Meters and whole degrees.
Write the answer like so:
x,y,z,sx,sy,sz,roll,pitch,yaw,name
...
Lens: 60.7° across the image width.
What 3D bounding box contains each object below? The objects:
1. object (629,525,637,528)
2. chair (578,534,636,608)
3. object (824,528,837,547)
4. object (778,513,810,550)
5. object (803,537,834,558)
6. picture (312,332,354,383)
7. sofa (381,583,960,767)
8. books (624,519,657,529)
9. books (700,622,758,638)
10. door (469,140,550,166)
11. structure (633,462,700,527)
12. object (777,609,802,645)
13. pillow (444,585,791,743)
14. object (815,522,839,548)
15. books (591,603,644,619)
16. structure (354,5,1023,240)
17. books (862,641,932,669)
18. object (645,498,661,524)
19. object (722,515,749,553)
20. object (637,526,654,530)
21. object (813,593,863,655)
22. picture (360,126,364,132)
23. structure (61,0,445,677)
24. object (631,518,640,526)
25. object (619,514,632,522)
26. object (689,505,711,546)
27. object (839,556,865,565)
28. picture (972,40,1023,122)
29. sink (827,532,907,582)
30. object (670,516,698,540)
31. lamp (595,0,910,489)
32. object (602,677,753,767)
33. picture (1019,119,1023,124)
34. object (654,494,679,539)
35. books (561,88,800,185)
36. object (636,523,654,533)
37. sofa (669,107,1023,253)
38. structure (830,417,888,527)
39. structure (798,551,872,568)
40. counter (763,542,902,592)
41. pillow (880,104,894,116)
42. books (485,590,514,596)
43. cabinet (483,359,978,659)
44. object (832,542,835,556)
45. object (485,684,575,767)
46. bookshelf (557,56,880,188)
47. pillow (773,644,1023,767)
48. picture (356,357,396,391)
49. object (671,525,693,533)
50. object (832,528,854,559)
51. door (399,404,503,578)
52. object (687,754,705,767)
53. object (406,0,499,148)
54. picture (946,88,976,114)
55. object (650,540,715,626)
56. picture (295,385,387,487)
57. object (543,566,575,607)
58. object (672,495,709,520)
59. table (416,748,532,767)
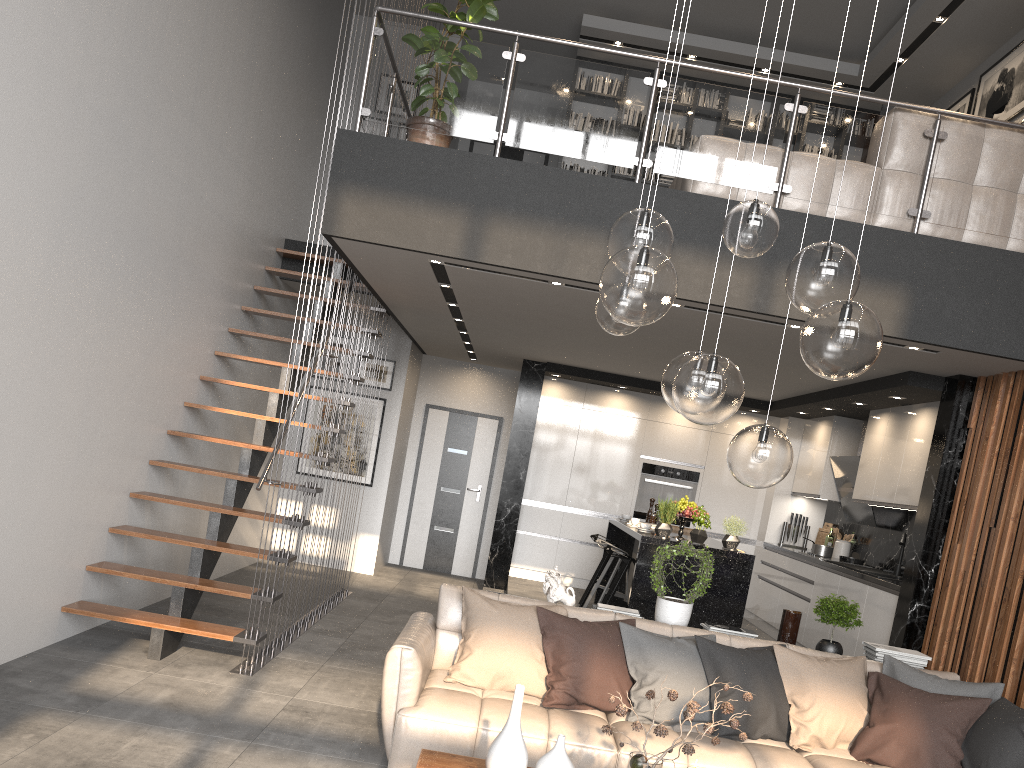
x,y,z,sx,sy,sz,roll,pitch,yaw,name
1.157,1.291,7.857,0.227,0.003,0.228,10,-5,0,object
0.898,1.809,7.955,0.434,0.739,1.727,10,-3,1,chair
3.300,1.637,9.069,0.089,0.285,0.081,10,4,0,object
3.111,1.607,9.592,0.322,0.376,0.066,10,4,-1,object
3.010,1.610,8.588,0.201,0.154,0.346,10,-3,-9,object
-1.985,-0.295,9.666,0.410,0.510,0.024,10,4,-1,picture
0.981,1.690,4.086,3.244,0.824,1.874,10,-3,0,sofa
1.232,1.323,8.270,0.323,0.038,0.172,10,-4,-1,books
1.273,1.495,5.210,0.325,0.100,0.204,10,-3,0,books
-0.198,-1.885,10.743,0.975,2.099,0.167,10,4,-1,door
1.749,1.282,10.196,0.655,0.637,0.649,10,0,0,structure
1.642,1.475,5.198,0.109,0.270,0.108,10,3,6,object
0.641,1.485,4.548,1.942,0.503,0.541,10,-1,-1,pillow
3.357,1.650,9.362,0.098,0.332,0.400,10,-1,1,object
0.628,1.385,5.206,0.348,0.101,0.194,10,-3,0,books
1.204,-1.306,6.754,4.222,0.744,3.373,10,-4,0,structure
2.258,1.641,5.172,0.332,0.151,0.199,10,-2,0,books
1.451,1.277,8.728,0.151,0.286,0.197,9,1,-17,object
1.765,1.181,6.961,0.219,0.286,0.211,10,1,13,object
1.202,1.291,7.822,0.189,0.012,0.194,7,-6,32,object
1.912,1.451,5.201,0.275,0.411,0.304,9,2,-40,object
-1.560,-2.618,9.488,0.333,0.415,0.024,10,4,-1,picture
-1.629,-1.121,6.818,1.179,6.095,3.575,10,2,1,structure
1.115,1.254,7.923,0.085,0.071,0.076,11,-1,-40,object
1.118,1.313,8.559,0.157,0.071,0.153,12,-4,-31,object
1.491,1.115,6.931,0.178,0.315,0.172,10,2,11,object
3.139,1.641,8.203,0.355,0.061,0.230,12,-5,-22,object
4.086,-2.440,7.256,0.025,0.658,0.990,10,-2,1,picture
3.110,1.492,7.358,0.498,0.549,1.111,10,-3,1,sink
1.417,1.197,7.305,0.372,0.189,0.362,12,-4,-36,object
1.038,-2.163,2.780,1.233,5.036,1.217,10,4,-3,lamp
0.593,1.285,3.044,0.548,0.607,0.312,10,2,-29,object
3.979,-1.844,6.988,0.022,0.444,0.356,10,1,1,picture
1.239,1.043,6.946,0.188,0.372,0.193,8,3,-45,object
2.189,-1.860,9.220,3.439,2.351,0.210,10,4,-1,books
1.117,1.207,7.341,0.157,0.071,0.153,12,-4,-31,object
2.199,-1.187,6.269,2.277,0.786,2.285,10,-4,0,sofa
3.333,0.814,8.303,0.414,1.038,0.734,10,1,1,structure
3.078,1.681,8.368,0.510,0.060,0.600,10,-5,0,structure
3.073,1.664,7.940,0.610,0.040,3.455,10,-5,1,counter
2.734,-1.356,5.931,0.751,0.550,1.400,9,-4,31,pillow
-0.039,1.281,5.181,0.293,0.055,0.184,10,-4,4,books
1.681,0.921,8.025,3.620,3.259,6.196,10,-3,1,cabinet
3.281,1.688,8.993,0.180,0.164,0.272,10,-2,0,object
0.079,1.308,3.193,0.313,0.401,0.321,10,1,19,object
2.181,-1.816,9.232,3.521,2.538,0.245,10,4,-1,bookshelf
2.006,1.727,4.462,1.366,0.551,0.769,8,-3,30,pillow
-1.508,-0.123,9.679,0.410,0.337,0.024,10,4,-1,picture
1.697,1.450,8.727,0.290,0.030,0.400,10,-5,0,object
3.308,1.600,8.739,0.175,0.307,0.157,10,2,3,object
-0.768,1.362,10.987,0.975,2.099,0.167,10,4,-1,door
0.737,1.536,3.360,0.152,0.212,0.077,10,3,10,object
-0.355,-2.070,5.347,0.766,1.481,0.529,11,3,20,object
4.045,-2.115,8.288,0.025,0.999,0.868,10,0,1,picture
0.979,1.201,5.176,0.388,0.580,0.212,10,3,-19,object
-1.902,0.582,9.729,0.871,1.002,0.024,10,4,-1,picture
0.285,1.224,5.171,0.205,0.292,0.136,10,3,19,object
1.453,1.035,7.301,0.348,0.216,0.318,10,-2,-3,object
0.323,1.722,3.073,1.453,0.357,0.896,10,-4,0,table
